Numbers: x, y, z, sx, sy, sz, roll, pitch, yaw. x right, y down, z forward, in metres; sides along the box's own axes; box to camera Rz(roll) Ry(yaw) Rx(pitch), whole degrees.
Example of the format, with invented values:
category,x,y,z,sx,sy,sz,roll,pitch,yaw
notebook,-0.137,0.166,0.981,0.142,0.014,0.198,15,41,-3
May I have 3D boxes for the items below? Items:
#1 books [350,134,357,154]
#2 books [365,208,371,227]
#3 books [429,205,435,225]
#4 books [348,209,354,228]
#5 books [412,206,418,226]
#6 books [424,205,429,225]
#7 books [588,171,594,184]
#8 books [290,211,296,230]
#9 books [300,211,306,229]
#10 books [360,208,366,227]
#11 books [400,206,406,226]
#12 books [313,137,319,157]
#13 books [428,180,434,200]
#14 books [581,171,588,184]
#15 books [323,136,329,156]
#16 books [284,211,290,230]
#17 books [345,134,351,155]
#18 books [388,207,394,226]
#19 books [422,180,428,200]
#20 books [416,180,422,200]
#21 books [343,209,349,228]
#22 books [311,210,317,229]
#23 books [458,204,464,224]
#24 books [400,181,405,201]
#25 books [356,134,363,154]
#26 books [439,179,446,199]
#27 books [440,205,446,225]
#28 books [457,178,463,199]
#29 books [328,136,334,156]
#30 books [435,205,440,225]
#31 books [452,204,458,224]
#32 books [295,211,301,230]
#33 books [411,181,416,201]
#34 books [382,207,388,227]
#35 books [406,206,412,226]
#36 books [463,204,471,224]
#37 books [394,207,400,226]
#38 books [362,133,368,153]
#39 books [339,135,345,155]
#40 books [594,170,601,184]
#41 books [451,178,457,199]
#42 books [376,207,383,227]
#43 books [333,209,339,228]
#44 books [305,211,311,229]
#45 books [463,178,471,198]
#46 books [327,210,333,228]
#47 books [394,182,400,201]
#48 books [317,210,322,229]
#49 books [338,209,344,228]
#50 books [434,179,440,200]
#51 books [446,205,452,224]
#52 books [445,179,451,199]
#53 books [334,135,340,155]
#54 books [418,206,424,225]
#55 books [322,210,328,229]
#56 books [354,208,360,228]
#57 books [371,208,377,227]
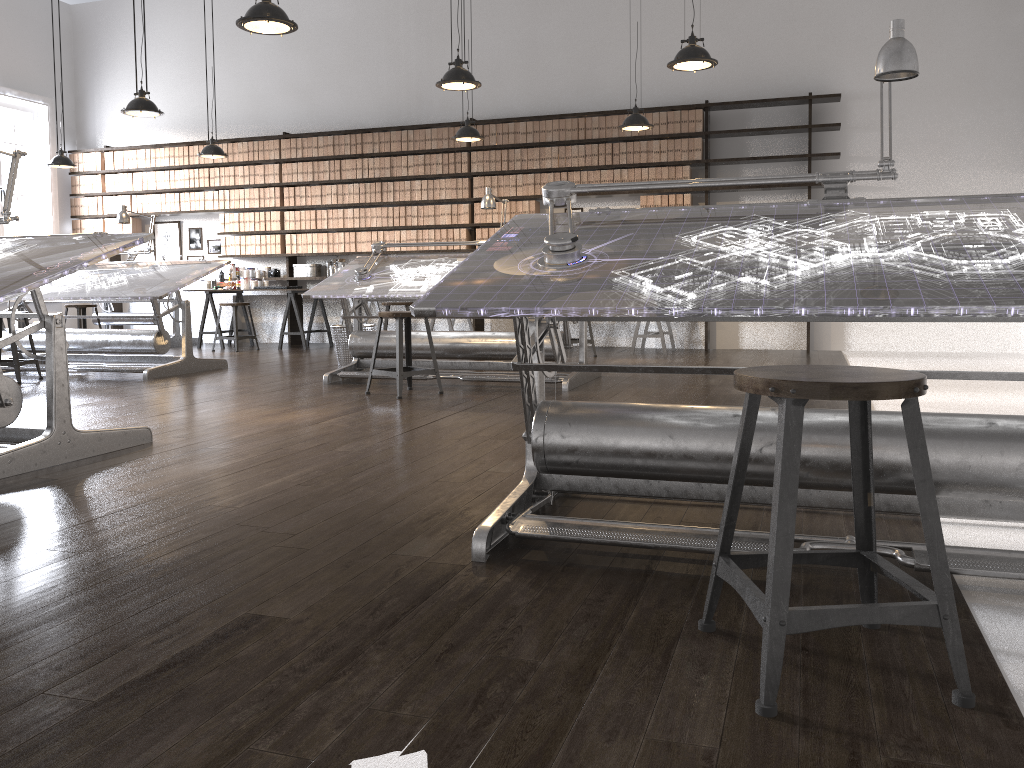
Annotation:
category,x,y,z,sx,sy,sz,roll,pitch,yaw
books,-1.757,-2.702,10.034,0.067,0.225,0.175,1,5,18
books,-1.590,-1.873,10.031,0.067,0.225,0.175,1,5,18
books,-0.849,-1.853,9.777,0.067,0.225,0.175,1,5,18
books,-1.793,-1.877,10.094,0.067,0.225,0.175,1,5,18
books,-1.047,-1.858,9.845,0.067,0.225,0.175,1,5,18
books,-0.912,-1.855,9.804,0.067,0.225,0.175,1,5,18
books,0.838,-2.092,9.205,0.067,0.225,0.175,1,5,18
books,-2.515,-1.896,10.331,0.067,0.225,0.175,1,5,18
books,-2.385,-1.893,10.293,0.067,0.225,0.175,1,5,18
books,-1.657,-1.874,10.051,0.067,0.225,0.175,1,5,18
books,-1.186,-1.861,9.890,0.067,0.225,0.175,1,5,18
books,-2.217,-2.713,10.181,0.067,0.225,0.175,1,5,18
books,-0.863,-2.129,9.770,0.067,0.225,0.175,1,5,18
books,0.771,-2.093,9.224,0.067,0.225,0.175,1,5,18
books,-2.087,-2.710,10.142,0.067,0.225,0.175,1,5,18
books,-2.583,-1.898,10.357,0.067,0.225,0.175,1,5,18
books,-1.826,-2.703,10.052,0.067,0.225,0.175,1,5,18
books,-1.328,-1.865,9.941,0.067,0.225,0.175,1,5,18
books,-0.931,-2.131,9.788,0.067,0.225,0.175,1,5,18
books,-0.999,-2.133,9.813,0.067,0.225,0.175,1,5,18
books,-1.852,-1.879,10.116,0.067,0.225,0.175,1,5,18
books,-2.254,-1.889,10.245,0.067,0.225,0.175,1,5,18
books,-0.528,-1.845,9.678,0.067,0.225,0.175,1,5,18
books,-1.185,-2.138,9.878,0.067,0.225,0.175,1,5,18
books,-1.688,-2.699,10.005,0.067,0.225,0.175,1,5,18
books,-0.731,-2.126,9.724,0.067,0.225,0.175,1,5,18
books,-0.725,-1.850,9.739,0.067,0.225,0.175,1,5,18
books,-0.539,-2.121,9.661,0.067,0.225,0.175,1,5,18
books,-2.025,-2.708,10.116,0.067,0.225,0.175,1,5,18
books,-0.785,-1.852,9.761,0.067,0.225,0.175,1,5,18
books,-0.595,-1.847,9.698,0.067,0.225,0.175,1,5,18
books,-2.447,-1.894,10.308,0.067,0.225,0.175,1,5,18
books,-1.058,-2.134,9.834,0.067,0.225,0.175,1,5,18
books,-1.389,-1.866,9.956,0.067,0.225,0.175,1,5,18
books,-1.113,-1.860,9.872,0.067,0.225,0.175,1,5,18
books,-0.469,-1.843,9.651,0.067,0.225,0.175,1,5,18
books,-1.255,-1.864,9.919,0.067,0.225,0.175,1,5,18
books,-1.616,-2.698,9.987,0.067,0.225,0.175,1,5,18
books,-1.892,-2.705,10.078,0.067,0.225,0.175,1,5,18
books,0.904,-2.090,9.182,0.067,0.225,0.175,1,5,18
books,-0.601,-2.122,9.677,0.067,0.225,0.175,1,5,18
books,-1.458,-1.868,9.979,0.067,0.225,0.175,1,5,18
books,-1.979,-1.882,10.159,0.067,0.225,0.175,1,5,18
books,-2.322,-1.891,10.274,0.067,0.225,0.175,1,5,18
books,-0.473,-2.119,9.640,0.067,0.225,0.175,1,5,18
books,-2.046,-1.884,10.182,0.067,0.225,0.175,1,5,18
books,-1.253,-2.139,9.900,0.067,0.225,0.175,1,5,18
books,-2.181,-1.888,10.227,0.067,0.225,0.175,1,5,18
books,-1.917,-1.880,10.133,0.067,0.225,0.175,1,5,18
books,-0.796,-2.128,9.750,0.067,0.225,0.175,1,5,18
books,-0.663,-1.848,9.717,0.067,0.225,0.175,1,5,18
books,-0.664,-2.123,9.698,0.067,0.225,0.175,1,5,18
books,-1.960,-2.707,10.101,0.067,0.225,0.175,1,5,18
books,-0.979,-1.857,9.827,0.067,0.225,0.175,1,5,18
books,-2.115,-1.885,10.200,0.067,0.225,0.175,1,5,18
books,-1.725,-1.875,10.070,0.067,0.225,0.175,1,5,18
books,-1.525,-1.870,10.005,0.067,0.225,0.175,1,5,18
